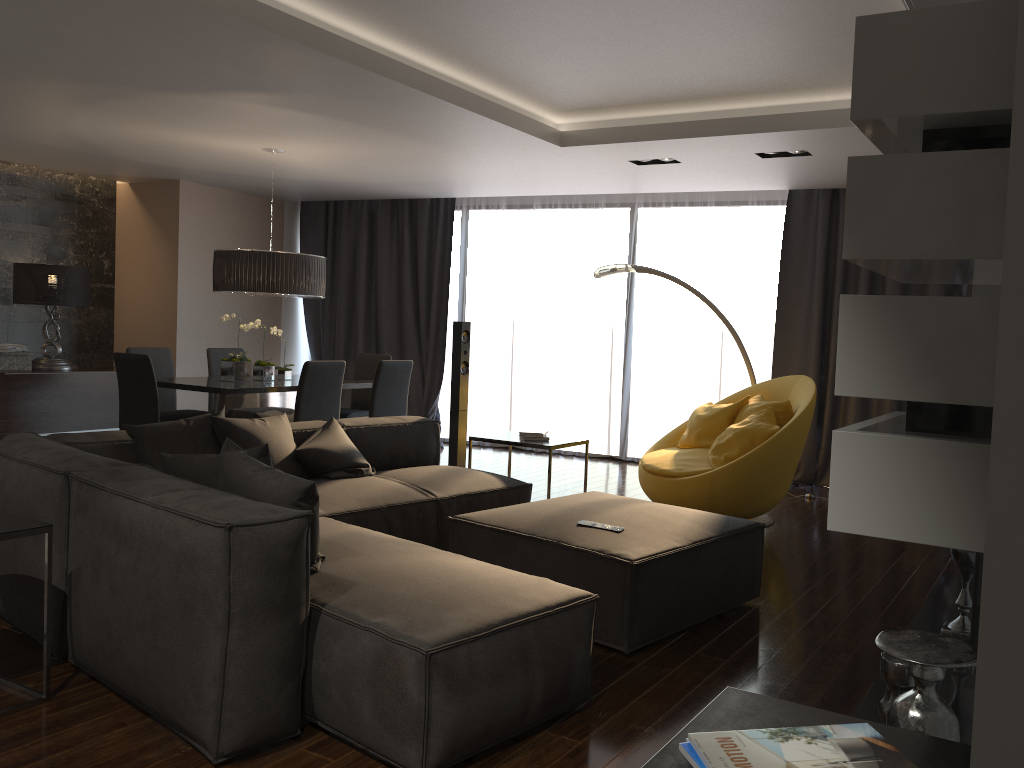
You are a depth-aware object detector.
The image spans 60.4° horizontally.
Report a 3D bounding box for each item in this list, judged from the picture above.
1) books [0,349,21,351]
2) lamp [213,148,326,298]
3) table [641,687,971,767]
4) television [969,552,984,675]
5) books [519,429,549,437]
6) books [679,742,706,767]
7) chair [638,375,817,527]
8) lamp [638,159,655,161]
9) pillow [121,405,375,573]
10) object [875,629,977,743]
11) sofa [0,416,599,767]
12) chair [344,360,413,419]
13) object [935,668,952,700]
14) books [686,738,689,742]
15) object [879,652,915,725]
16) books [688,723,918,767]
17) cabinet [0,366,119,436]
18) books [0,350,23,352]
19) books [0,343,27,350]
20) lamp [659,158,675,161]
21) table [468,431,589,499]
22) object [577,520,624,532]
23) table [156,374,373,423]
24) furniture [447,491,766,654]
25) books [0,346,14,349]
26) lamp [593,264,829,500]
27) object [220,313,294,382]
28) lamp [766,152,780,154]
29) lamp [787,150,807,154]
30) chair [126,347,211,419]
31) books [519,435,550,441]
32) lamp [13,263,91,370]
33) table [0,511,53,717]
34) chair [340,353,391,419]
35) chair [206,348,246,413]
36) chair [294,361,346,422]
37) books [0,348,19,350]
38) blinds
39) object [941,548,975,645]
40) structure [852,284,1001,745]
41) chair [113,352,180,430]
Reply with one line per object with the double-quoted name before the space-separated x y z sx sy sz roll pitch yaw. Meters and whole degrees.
"books" -4.427 -0.300 7.608 0.263 0.011 0.306 1 4 -22
"lamp" -1.821 -1.226 6.675 0.845 1.102 0.764 0 4 -35
"table" 0.423 0.891 1.352 0.429 0.562 0.630 4 4 32
"television" 1.539 0.388 2.660 0.137 0.714 1.155 4 4 33
"books" 0.136 0.303 5.486 0.153 0.022 0.208 3 4 8
"books" 0.450 0.595 1.343 0.328 0.011 0.246 2 4 -15
"chair" 1.462 0.421 6.067 1.143 1.005 1.510 2 3 -1
"lamp" 0.971 -1.673 6.465 0.169 0.077 0.184 4 4 26
"pillow" -1.202 0.343 3.725 1.070 0.430 2.076 2 4 -5
"object" 0.896 0.808 1.924 0.212 0.481 0.227 4 3 25
"sofa" -0.552 0.619 3.830 2.590 0.703 2.621 6 5 41
"chair" -1.105 0.284 6.735 0.545 0.964 0.448 4 3 31
"object" 1.345 0.965 2.814 0.069 0.094 0.378 4 4 33
"books" 0.450 0.605 1.353 0.322 0.011 0.250 2 4 -5
"object" 0.952 0.851 2.156 0.118 0.371 0.128 4 3 26
"books" 0.458 0.585 1.340 0.325 0.011 0.248 2 4 -10
"cabinet" -4.109 -0.494 4.715 4.241 2.499 7.253 5 4 32
"books" -4.428 -0.288 7.592 0.259 0.011 0.311 2 4 -11
"books" -4.434 -0.338 7.660 0.305 0.109 0.288 6 5 41
"lamp" 1.121 -1.661 6.381 0.167 0.077 0.186 6 5 43
"table" 0.099 0.617 5.500 0.573 0.562 0.472 4 4 31
"object" 0.372 0.598 3.699 0.198 0.015 0.053 5 4 30
"table" -1.864 0.351 6.755 0.992 0.759 1.679 4 4 32
"furniture" 0.444 0.779 4.051 1.036 0.439 1.157 6 5 41
"books" -4.439 -0.320 7.581 0.261 0.011 0.309 2 4 -17
"lamp" 2.720 0.043 6.807 4.174 1.778 0.590 3 3 8
"object" -1.949 -0.280 6.673 0.297 0.501 0.600 4 4 29
"lamp" 1.770 -1.609 6.010 0.186 0.077 0.167 0 4 -40
"lamp" 1.920 -1.597 5.925 0.167 0.077 0.186 6 5 43
"chair" -2.631 0.214 6.760 0.545 0.964 0.448 4 3 31
"books" 0.136 0.327 5.472 0.166 0.023 0.227 2 4 -8
"lamp" -4.163 -0.603 7.964 0.622 0.933 0.563 0 4 -32
"table" -1.822 0.706 2.707 0.573 0.562 0.472 4 4 31
"chair" -1.372 0.224 7.509 0.408 0.964 0.599 4 3 32
"chair" -2.231 0.193 7.376 0.545 0.964 0.448 4 3 31
"chair" -1.505 0.305 6.118 0.545 0.964 0.448 4 3 31
"books" -4.437 -0.309 7.590 0.263 0.011 0.306 1 4 -22
"blinds" 0.916 -0.683 8.342 7.216 2.892 0.777 4 3 22
"object" 1.763 0.757 3.414 0.231 0.474 0.248 4 3 23
"structure" 1.592 0.226 3.029 0.458 1.765 3.024 4 4 33
"chair" -2.361 0.272 6.023 0.408 0.964 0.599 4 3 32
